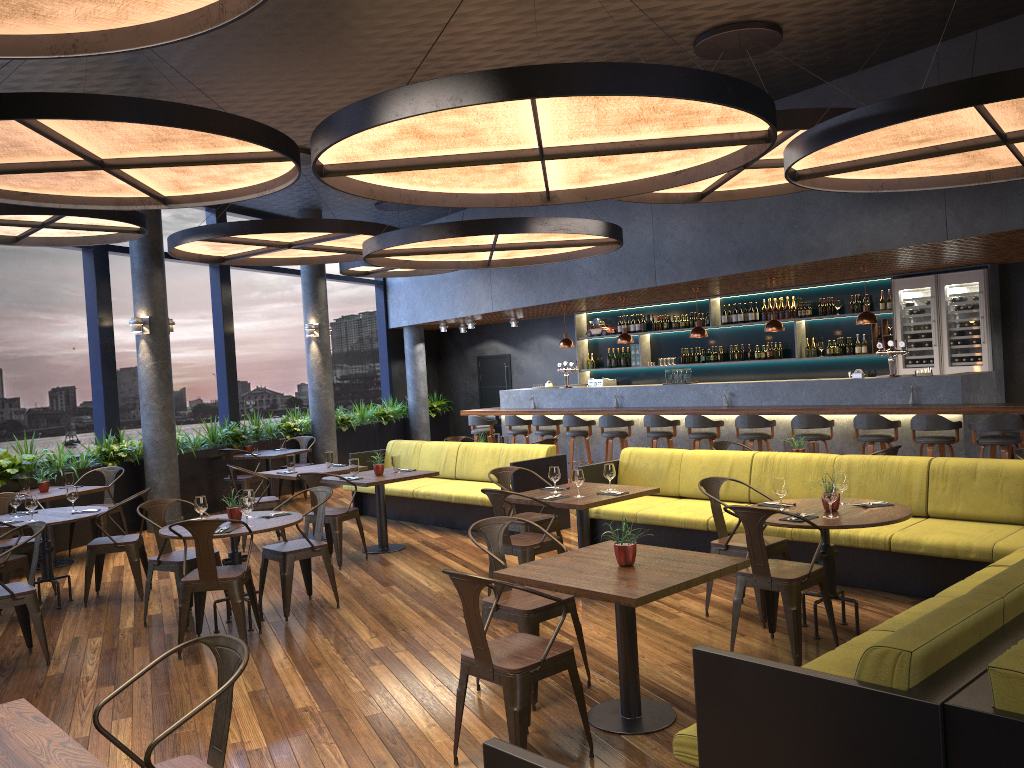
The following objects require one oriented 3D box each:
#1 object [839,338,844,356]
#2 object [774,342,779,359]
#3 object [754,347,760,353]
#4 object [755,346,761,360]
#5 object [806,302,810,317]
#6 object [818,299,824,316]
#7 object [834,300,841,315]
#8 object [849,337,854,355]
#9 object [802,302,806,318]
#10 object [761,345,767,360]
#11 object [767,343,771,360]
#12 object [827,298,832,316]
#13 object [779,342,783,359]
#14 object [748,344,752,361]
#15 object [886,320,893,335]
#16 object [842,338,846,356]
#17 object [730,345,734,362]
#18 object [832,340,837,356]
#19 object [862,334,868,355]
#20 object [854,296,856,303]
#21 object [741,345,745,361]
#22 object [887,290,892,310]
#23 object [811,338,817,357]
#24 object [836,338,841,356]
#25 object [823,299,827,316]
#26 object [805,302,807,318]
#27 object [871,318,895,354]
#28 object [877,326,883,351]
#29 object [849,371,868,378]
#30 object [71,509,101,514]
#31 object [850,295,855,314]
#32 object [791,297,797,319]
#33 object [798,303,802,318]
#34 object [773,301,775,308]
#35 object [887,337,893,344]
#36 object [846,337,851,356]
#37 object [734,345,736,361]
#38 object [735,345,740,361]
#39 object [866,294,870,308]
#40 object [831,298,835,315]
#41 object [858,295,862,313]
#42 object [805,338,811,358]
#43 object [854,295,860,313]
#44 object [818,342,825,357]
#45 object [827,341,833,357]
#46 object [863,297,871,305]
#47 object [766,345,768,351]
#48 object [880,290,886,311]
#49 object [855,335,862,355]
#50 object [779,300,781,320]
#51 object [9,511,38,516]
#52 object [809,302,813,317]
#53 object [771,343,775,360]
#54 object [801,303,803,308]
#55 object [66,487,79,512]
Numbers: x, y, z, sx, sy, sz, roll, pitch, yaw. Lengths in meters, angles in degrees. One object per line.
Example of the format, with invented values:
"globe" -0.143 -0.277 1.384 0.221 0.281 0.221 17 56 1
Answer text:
"object" 4.655 -0.526 12.556 0.063 0.254 0.063 -4 1 -15
"object" 3.947 -0.496 13.236 0.063 0.254 0.063 -4 1 -36
"object" 3.773 -0.469 13.640 0.097 0.206 0.097 -4 1 -11
"object" 3.744 -0.474 13.509 0.088 0.224 0.088 -3 1 17
"object" 4.282 -1.074 12.825 0.056 0.227 0.056 -3 1 34
"object" 4.411 -1.093 12.668 0.063 0.254 0.063 -2 1 44
"object" 4.588 -1.077 12.498 0.097 0.206 0.097 -3 1 16
"object" 4.777 -0.532 12.509 0.063 0.254 0.063 -4 1 -35
"object" 4.240 -1.073 12.870 0.056 0.227 0.056 -3 1 24
"object" 3.817 -0.477 13.431 0.088 0.224 0.088 -4 1 -28
"object" 3.853 -0.491 13.302 0.063 0.254 0.063 -3 1 40
"object" 4.499 -1.097 12.584 0.063 0.254 0.063 -3 1 19
"object" 4.032 -0.502 13.302 0.063 0.254 0.063 -3 1 19
"object" 3.676 -0.488 13.705 0.063 0.254 0.063 -3 1 5
"object" 5.124 -0.767 12.014 0.097 0.206 0.097 -4 1 -3
"object" 4.710 -0.530 12.619 0.063 0.254 0.063 -3 1 10
"object" 3.423 -0.475 13.806 0.063 0.254 0.063 -3 1 19
"object" 4.610 -0.510 12.674 0.088 0.224 0.088 -3 1 42
"object" 4.898 -0.551 12.316 0.079 0.281 0.079 -3 1 41
"object" 4.829 -1.114 12.437 0.063 0.254 0.063 -4 1 -15
"object" 3.590 -0.484 13.788 0.063 0.254 0.063 -3 1 19
"object" 5.122 -1.137 12.024 0.079 0.281 0.079 -3 1 16
"object" 4.381 -0.529 12.874 0.079 0.281 0.079 -3 1 26
"object" 4.601 -0.521 12.497 0.063 0.254 0.063 -4 1 -40
"object" 4.488 -1.099 12.732 0.063 0.254 0.063 -3 1 9
"object" 4.283 -1.076 12.912 0.056 0.227 0.056 -3 1 9
"object" 5.079 -0.654 12.068 0.161 0.475 0.300 -4 1 -43
"object" 5.034 -0.607 12.123 0.091 0.369 0.092 -3 1 16
"object" 4.869 0.059 12.415 0.204 0.492 0.310 -4 1 -43
"object" -3.647 1.083 7.549 0.255 0.019 0.157 -4 1 -12
"object" 4.750 -1.108 12.374 0.063 0.254 0.063 -3 1 -1
"object" 4.172 -1.126 13.125 0.084 0.330 0.084 -4 1 -36
"object" 4.198 -1.071 12.914 0.056 0.227 0.056 -3 1 9
"object" 3.953 -1.117 13.309 0.084 0.330 0.084 -4 1 -36
"object" 5.138 -0.534 12.018 0.097 0.206 0.097 -4 1 -3
"object" 4.723 -0.528 12.446 0.063 0.254 0.063 -3 1 10
"object" 3.504 -0.481 13.879 0.063 0.254 0.063 -3 1 34
"object" 3.491 -0.477 13.732 0.063 0.254 0.063 -4 1 -6
"object" 4.936 -1.119 12.326 0.063 0.254 0.063 -4 1 -35
"object" 4.567 -1.102 12.649 0.063 0.254 0.063 -3 1 34
"object" 4.834 -1.113 12.343 0.063 0.254 0.063 -3 1 10
"object" 4.317 -0.526 12.943 0.079 0.281 0.079 -4 1 -39
"object" 4.770 -1.107 12.263 0.063 0.254 0.063 -4 1 -15
"object" 4.442 -0.492 12.732 0.097 0.206 0.097 -3 1 16
"object" 4.519 -0.504 12.610 0.088 0.224 0.088 -3 1 17
"object" 4.885 -1.090 12.202 0.097 0.206 0.097 -3 1 16
"object" 3.900 -0.483 13.507 0.088 0.224 0.088 -3 1 42
"object" 5.057 -1.135 12.094 0.079 0.281 0.079 -4 1 -34
"object" 4.834 -0.548 12.385 0.079 0.281 0.079 -3 1 21
"object" 4.019 -1.119 13.242 0.084 0.330 0.084 -4 1 -36
"object" -4.216 1.115 7.676 0.255 0.019 0.157 -3 1 34
"object" 4.325 -1.078 12.867 0.056 0.227 0.056 -4 1 -41
"object" 3.923 -0.497 13.368 0.063 0.254 0.063 -4 1 -15
"object" 4.243 -1.074 12.956 0.056 0.227 0.056 -4 1 -41
"object" -3.791 0.996 7.653 0.097 0.206 0.097 -4 1 -38
